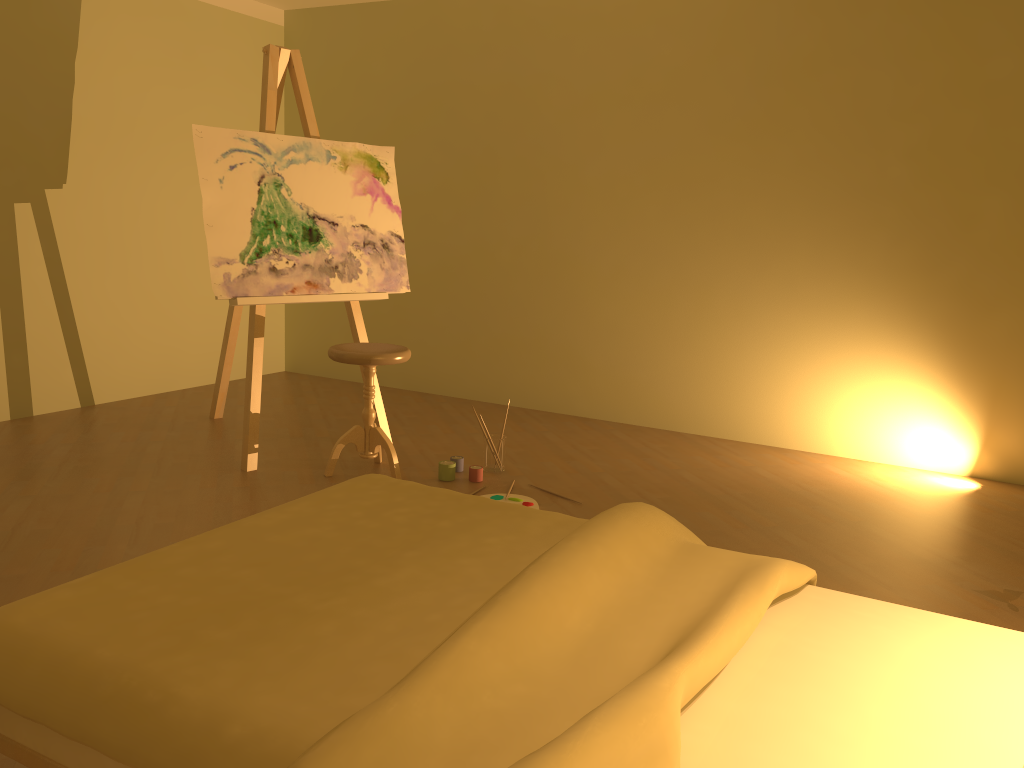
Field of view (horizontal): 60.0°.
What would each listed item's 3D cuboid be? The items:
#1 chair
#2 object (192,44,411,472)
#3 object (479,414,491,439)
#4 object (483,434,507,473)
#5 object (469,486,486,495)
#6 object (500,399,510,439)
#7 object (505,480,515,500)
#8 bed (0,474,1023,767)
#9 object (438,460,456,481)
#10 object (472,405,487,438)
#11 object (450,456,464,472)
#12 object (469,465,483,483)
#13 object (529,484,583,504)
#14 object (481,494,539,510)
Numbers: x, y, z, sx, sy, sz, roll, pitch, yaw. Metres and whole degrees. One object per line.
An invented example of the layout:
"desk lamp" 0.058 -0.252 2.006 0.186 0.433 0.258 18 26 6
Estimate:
"chair" -0.611 0.118 3.810 0.364 0.551 0.348 11 13 39
"object" -1.130 -0.579 4.083 1.132 1.896 0.972 4 11 10
"object" -0.092 0.255 3.926 0.010 0.278 0.172 11 13 40
"object" -0.079 0.312 3.970 0.106 0.157 0.106 3 10 0
"object" -0.174 0.452 3.592 0.010 0.010 0.325 7 11 23
"object" -0.045 0.226 3.992 0.069 0.319 0.010 -5 13 -35
"object" -0.008 0.439 3.692 0.010 0.015 0.325 4 10 6
"bed" 0.329 0.418 1.443 2.378 0.894 1.286 8 12 28
"object" -0.280 0.374 3.814 0.073 0.073 0.073 9 12 32
"object" -0.114 0.243 3.969 0.159 0.286 0.010 7 11 23
"object" -0.246 0.357 3.954 0.060 0.060 0.060 5 11 13
"object" -0.155 0.387 3.813 0.060 0.060 0.060 4 11 10
"object" 0.175 0.453 3.672 0.010 0.010 0.325 -7 14 -41
"object" -0.038 0.480 3.459 0.288 0.014 0.366 3 10 0
